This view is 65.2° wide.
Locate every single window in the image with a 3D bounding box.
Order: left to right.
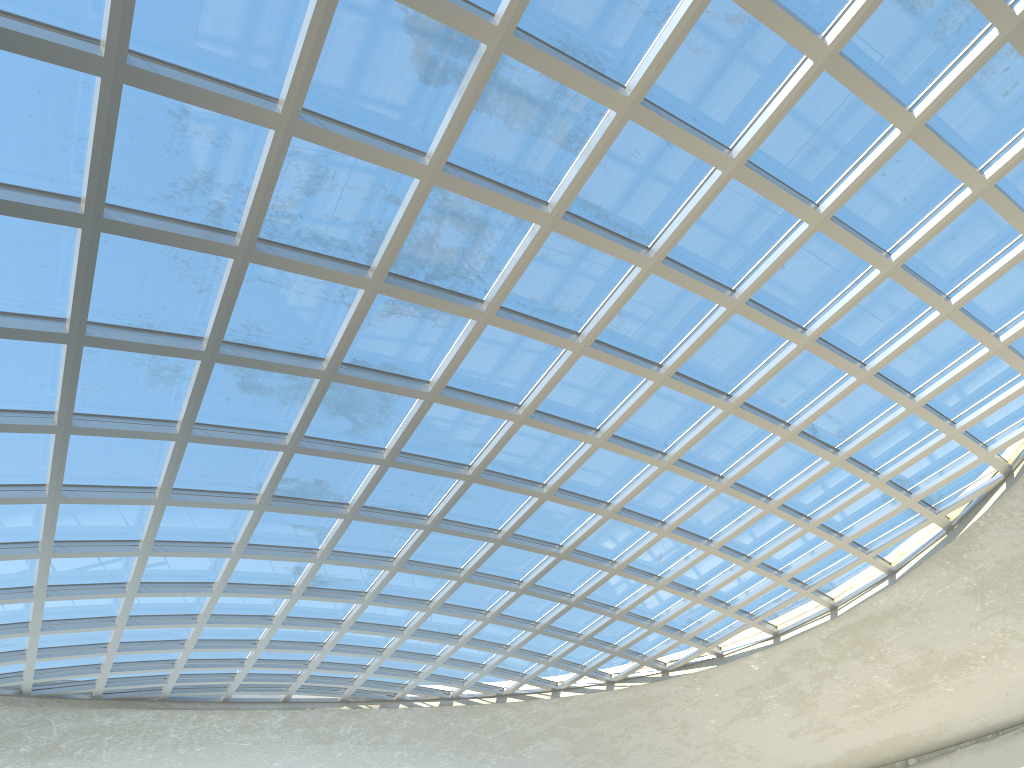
[{"bbox_3d":[-4.398,8.718,47.219,80.630,9.576,90.045,16,-43,-28],"label":"window"}]
